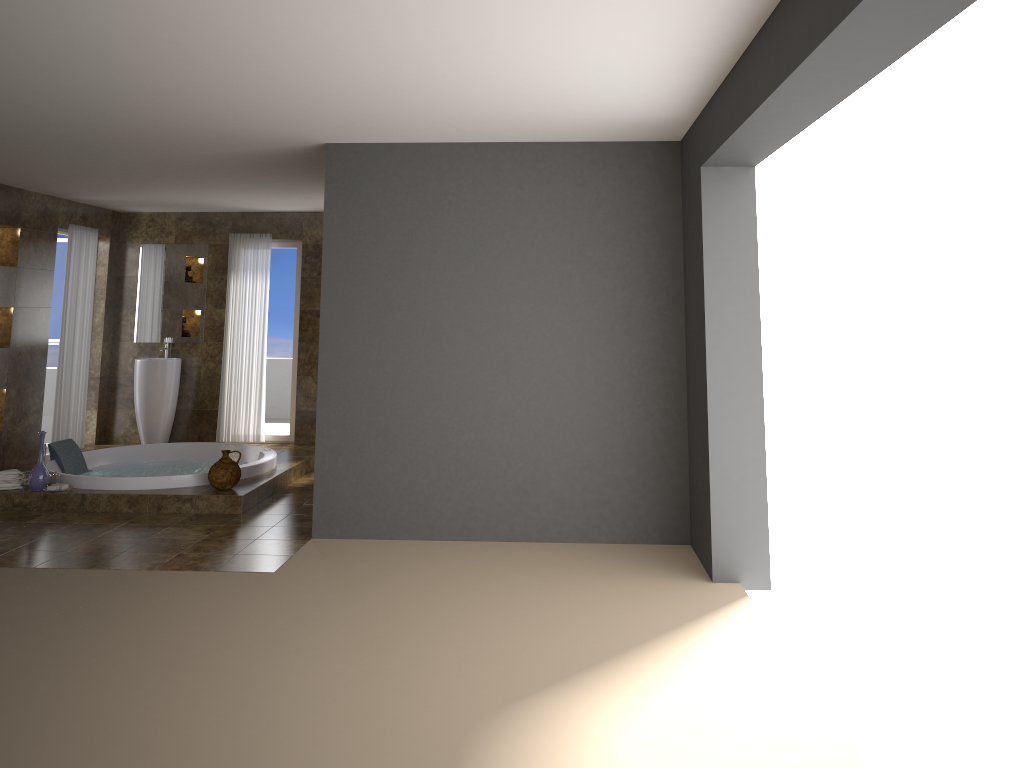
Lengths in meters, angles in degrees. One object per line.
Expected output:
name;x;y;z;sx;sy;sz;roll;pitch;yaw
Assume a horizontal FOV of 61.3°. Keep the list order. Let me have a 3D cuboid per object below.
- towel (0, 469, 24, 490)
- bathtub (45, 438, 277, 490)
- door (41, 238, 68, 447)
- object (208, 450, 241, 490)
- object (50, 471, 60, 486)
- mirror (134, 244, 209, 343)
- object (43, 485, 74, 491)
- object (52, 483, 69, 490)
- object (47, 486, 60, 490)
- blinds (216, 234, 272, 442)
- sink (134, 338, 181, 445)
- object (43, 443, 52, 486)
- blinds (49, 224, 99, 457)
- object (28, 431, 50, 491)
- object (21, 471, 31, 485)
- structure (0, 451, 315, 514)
towel;-3.733;0.698;6.254;0.319;0.152;0.337;-2;3;-43
bathtub;-2.829;0.747;7.055;1.746;0.530;1.739;3;4;34
door;-5.058;-0.458;9.191;0.961;2.265;0.039;1;-8;-7
object;-2.081;0.621;6.264;0.229;0.279;0.227;2;-4;-25
object;-3.334;0.692;6.311;0.057;0.117;0.057;4;-7;-35
mirror;-3.746;-1.001;9.508;0.768;1.110;0.008;0;-8;3
object;-3.242;0.751;6.179;0.190;0.019;0.188;0;4;-8
object;-3.238;0.734;6.192;0.100;0.033;0.060;1;2;18
object;-3.249;0.736;6.123;0.053;0.035;0.072;0;2;3
blinds;-2.890;-0.520;9.365;0.519;2.303;0.065;0;-8;3
sink;-3.762;0.083;9.131;0.459;1.155;0.427;0;-7;6
object;-3.439;0.593;6.341;0.130;0.313;0.127;-1;-7;10
blinds;-4.376;-0.467;8.694;0.068;2.315;0.585;0;-7;3
object;-3.389;0.548;6.211;0.136;0.427;0.132;-1;-7;10
object;-3.568;0.699;6.450;0.169;0.076;0.168;0;2;-16
structure;-2.828;0.755;7.055;2.004;0.126;1.988;0;4;3
